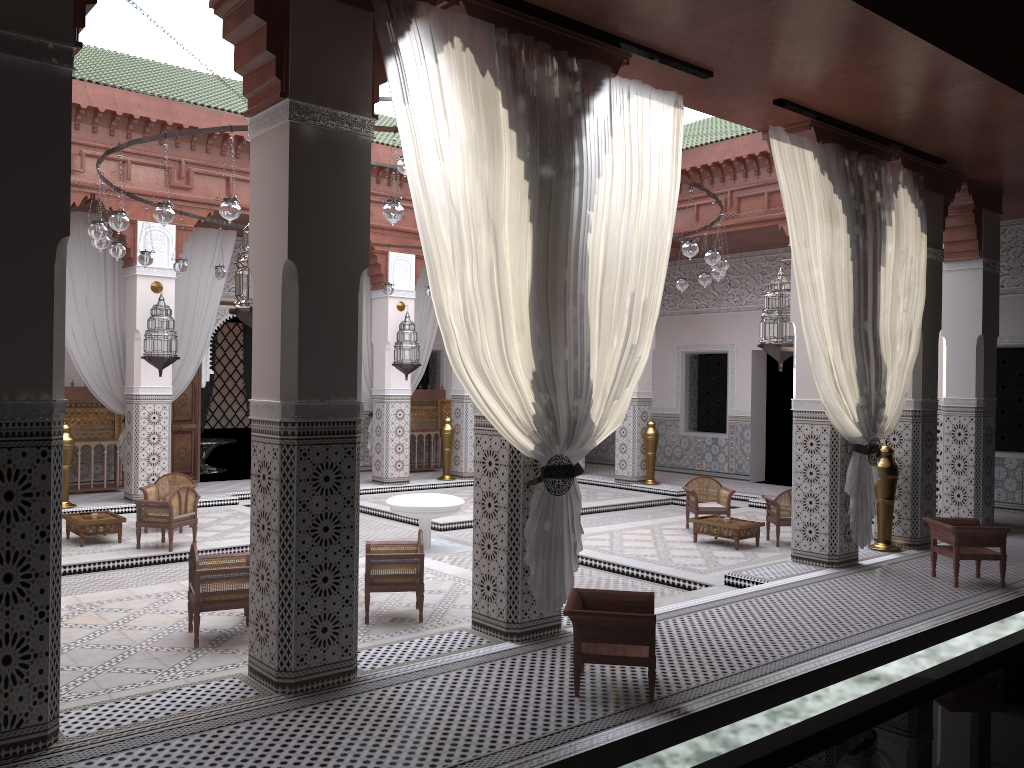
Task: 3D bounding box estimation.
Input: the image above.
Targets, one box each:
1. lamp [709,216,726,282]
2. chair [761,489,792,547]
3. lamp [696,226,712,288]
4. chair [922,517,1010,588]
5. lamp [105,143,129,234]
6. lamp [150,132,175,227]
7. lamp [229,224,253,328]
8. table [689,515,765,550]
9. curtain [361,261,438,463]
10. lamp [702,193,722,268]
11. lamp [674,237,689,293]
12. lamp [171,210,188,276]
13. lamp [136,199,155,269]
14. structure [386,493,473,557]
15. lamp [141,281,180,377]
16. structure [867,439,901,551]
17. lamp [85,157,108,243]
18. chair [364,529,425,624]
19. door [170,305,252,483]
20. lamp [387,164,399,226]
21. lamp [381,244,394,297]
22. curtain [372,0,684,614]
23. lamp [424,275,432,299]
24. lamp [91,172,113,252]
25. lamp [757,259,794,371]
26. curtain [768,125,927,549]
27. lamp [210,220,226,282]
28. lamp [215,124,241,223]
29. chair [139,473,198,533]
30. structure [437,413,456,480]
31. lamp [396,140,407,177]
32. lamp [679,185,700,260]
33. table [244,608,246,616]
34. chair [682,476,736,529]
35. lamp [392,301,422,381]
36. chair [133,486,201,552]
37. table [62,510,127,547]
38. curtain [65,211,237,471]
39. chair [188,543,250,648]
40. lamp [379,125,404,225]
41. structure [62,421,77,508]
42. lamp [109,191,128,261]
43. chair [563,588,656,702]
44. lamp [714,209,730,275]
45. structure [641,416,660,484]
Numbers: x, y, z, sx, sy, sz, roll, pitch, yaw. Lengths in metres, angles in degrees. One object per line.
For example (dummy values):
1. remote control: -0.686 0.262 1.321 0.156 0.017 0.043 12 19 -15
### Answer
1. lamp: 1.162 -0.760 4.984 0.091 0.371 0.090 1 0 -25
2. chair: 1.512 0.713 4.815 0.263 0.313 0.208 1 0 1
3. lamp: 1.164 -0.761 5.304 0.091 0.371 0.090 1 0 35
4. chair: 1.874 0.696 3.671 0.234 0.252 0.259 1 0 0
5. lamp: -1.608 -0.798 3.617 0.091 0.371 0.090 1 0 -25
6. lamp: -1.354 -0.794 3.439 0.091 0.371 0.090 1 0 -25
7. lamp: -0.700 -0.364 2.581 0.216 0.552 0.221 1 0 -40
8. table: 1.154 0.793 4.777 0.229 0.142 0.330 1 0 -40
9. curtain: -1.031 -0.192 7.046 1.304 1.761 0.048 1 0 -40
10. lamp: 0.993 -0.762 4.388 0.091 0.371 0.090 1 0 -25
11. lamp: 1.085 -0.762 5.604 0.091 0.371 0.090 1 0 35
12. lamp: -1.899 -0.804 5.062 0.090 0.371 0.091 1 0 -25
13. lamp: -1.973 -0.805 4.759 0.090 0.371 0.091 1 0 -35
14. structure: -0.472 0.781 4.896 0.528 0.310 0.501 1 0 -40
15. lamp: -2.211 -0.354 5.589 0.216 0.618 0.217 1 0 -40
16. structure: 1.847 0.543 4.389 0.156 0.539 0.156 1 0 -23
17. lamp: -1.806 -0.801 3.855 0.091 0.371 0.090 1 0 -25
18. chair: -0.428 0.687 3.216 0.208 0.313 0.263 1 0 -9
19. door: -2.190 0.026 7.026 1.244 1.461 0.419 1 0 -40
20. lamp: -0.726 -1.146 5.398 0.090 0.371 0.091 1 0 20
21. lamp: -0.862 -0.790 6.182 0.090 0.371 0.091 1 0 25
22. curtain: 0.140 -0.172 2.747 1.303 1.764 0.129 1 0 -40
23. lamp: -0.573 -0.786 6.289 0.090 0.371 0.091 1 0 35
24. lamp: -1.931 -0.804 4.146 0.091 0.371 0.090 1 0 30
25. lamp: 1.289 -0.338 4.238 0.216 0.552 0.221 1 0 -40
26. curtain: 1.554 -0.152 3.921 1.304 1.761 0.137 1 0 -40
27. lamp: -1.768 -0.803 5.350 0.090 0.371 0.091 1 0 -5
28. lamp: -1.063 -0.790 3.331 0.091 0.371 0.090 1 0 -25
29. chair: -1.919 0.663 4.964 0.263 0.313 0.208 1 0 -4
30. structure: -0.531 0.506 7.243 0.156 0.539 0.156 1 0 -34
31. lamp: -0.498 -1.142 4.090 0.091 0.371 0.090 1 0 15
32. lamp: 0.830 -0.764 4.126 0.091 0.371 0.090 1 0 -25
33. table: -0.800 0.767 3.150 0.229 0.142 0.330 1 0 -40
34. chair: 1.148 0.707 5.199 0.263 0.313 0.208 1 0 -4
35. lamp: -0.800 -0.335 6.765 0.216 0.618 0.217 1 0 -40
36. chair: -1.737 0.666 4.469 0.208 0.313 0.263 1 0 16
37. table: -2.173 0.746 4.608 0.229 0.142 0.330 1 0 -40
38. curtain: -2.472 -0.212 5.870 1.304 1.761 0.048 1 0 -40
39. chair: -0.953 0.679 2.935 0.208 0.313 0.263 1 0 -25
40. lamp: -0.446 -0.781 3.312 0.091 0.371 0.090 1 0 -25
41. structure: -2.735 0.476 5.407 0.156 0.539 0.156 1 0 22
42. lamp: -1.987 -0.805 4.451 0.090 0.371 0.091 1 0 -45
43. chair: 0.261 0.698 2.348 0.234 0.252 0.259 1 0 8
44. lamp: 1.105 -0.761 4.679 0.091 0.371 0.090 1 0 -25
45. structure: 1.116 0.529 7.128 0.156 0.539 0.156 1 0 11
